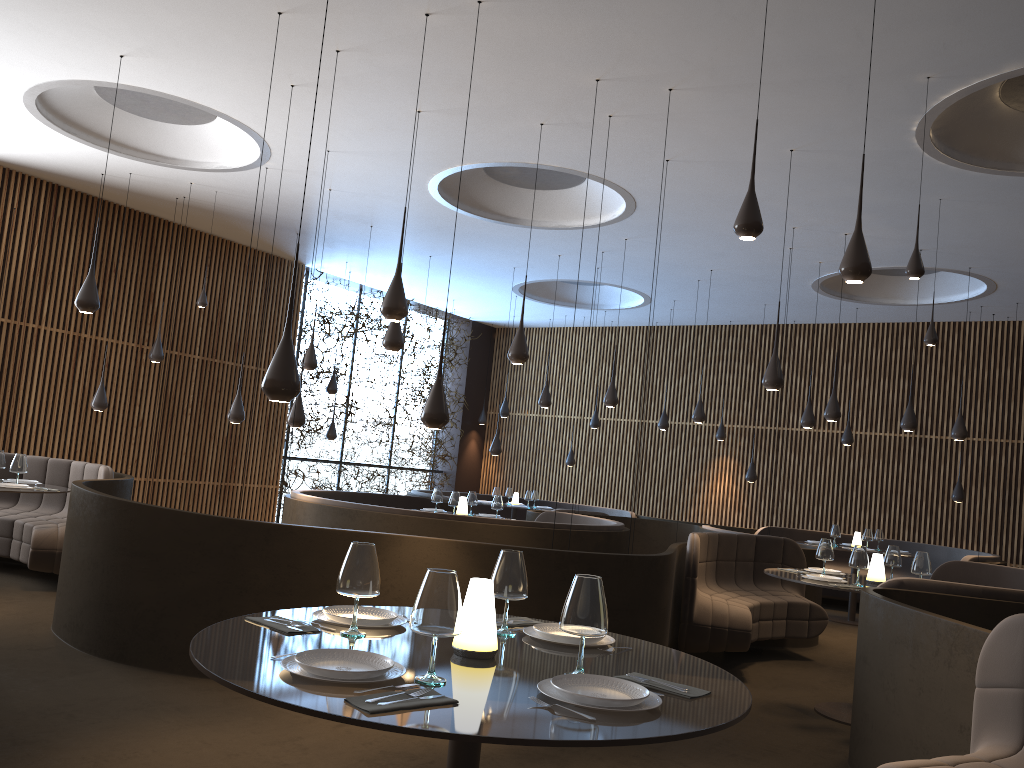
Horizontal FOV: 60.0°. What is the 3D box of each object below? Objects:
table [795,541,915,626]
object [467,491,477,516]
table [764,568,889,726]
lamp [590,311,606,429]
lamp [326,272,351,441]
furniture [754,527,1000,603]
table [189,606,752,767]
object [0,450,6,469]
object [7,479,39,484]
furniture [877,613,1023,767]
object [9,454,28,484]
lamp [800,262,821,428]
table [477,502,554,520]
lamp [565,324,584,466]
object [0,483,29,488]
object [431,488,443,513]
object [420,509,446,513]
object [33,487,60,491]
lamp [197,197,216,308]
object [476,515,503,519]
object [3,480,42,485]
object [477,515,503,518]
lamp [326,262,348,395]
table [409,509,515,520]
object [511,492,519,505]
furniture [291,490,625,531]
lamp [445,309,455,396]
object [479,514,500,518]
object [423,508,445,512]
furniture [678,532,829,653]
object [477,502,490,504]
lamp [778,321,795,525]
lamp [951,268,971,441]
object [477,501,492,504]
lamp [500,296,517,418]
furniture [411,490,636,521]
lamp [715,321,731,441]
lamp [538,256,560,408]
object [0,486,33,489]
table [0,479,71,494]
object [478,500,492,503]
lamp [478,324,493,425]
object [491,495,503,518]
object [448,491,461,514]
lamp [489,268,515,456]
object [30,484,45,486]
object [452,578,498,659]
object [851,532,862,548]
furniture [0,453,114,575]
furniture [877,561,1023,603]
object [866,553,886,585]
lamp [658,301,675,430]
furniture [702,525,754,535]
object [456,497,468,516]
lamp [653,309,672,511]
[{"bbox_3d":[4.788,2.818,12.414,1.671,1.022,1.677,3,-6,25],"label":"table"},{"bbox_3d":[-0.493,1.459,10.818,0.142,0.295,0.142,9,-5,-33],"label":"object"},{"bbox_3d":[2.766,2.056,6.829,1.674,1.022,1.674,8,-6,-20],"label":"table"},{"bbox_3d":[1.653,-0.269,16.663,0.196,2.220,0.196,4,-4,20],"label":"lamp"},{"bbox_3d":[-2.975,-0.496,15.394,0.196,2.955,0.196,7,-4,-19],"label":"lamp"},{"bbox_3d":[5.474,2.804,12.788,1.983,1.045,3.937,8,-6,-23],"label":"furniture"},{"bbox_3d":[-0.169,1.348,2.717,1.671,1.022,1.676,1,-7,44],"label":"table"},{"bbox_3d":[-4.839,0.770,8.327,0.142,0.295,0.142,6,-4,3],"label":"object"},{"bbox_3d":[-4.636,0.927,8.402,0.263,0.029,0.264,6,-6,1],"label":"object"},{"bbox_3d":[0.751,1.177,1.957,4.251,1.119,1.469,11,-7,-41],"label":"furniture"},{"bbox_3d":[-4.421,0.774,7.942,0.142,0.295,0.142,2,-6,38],"label":"object"},{"bbox_3d":[4.002,-0.521,11.754,0.196,2.220,0.196,7,-4,-19],"label":"lamp"},{"bbox_3d":[0.000,2.634,15.440,1.672,1.022,1.675,6,-5,-4],"label":"table"},{"bbox_3d":[1.282,0.139,17.427,0.196,2.955,0.196,4,-4,20],"label":"lamp"},{"bbox_3d":[-4.354,0.887,7.714,0.263,0.029,0.264,5,-6,12],"label":"object"},{"bbox_3d":[-0.896,1.394,10.574,0.142,0.295,0.142,6,-4,2],"label":"object"},{"bbox_3d":[-0.955,1.548,10.792,0.331,0.014,0.332,0,-8,43],"label":"object"},{"bbox_3d":[-4.201,0.945,7.970,0.262,0.017,0.127,3,-6,28],"label":"object"},{"bbox_3d":[-3.873,-1.722,11.333,0.133,1.506,0.133,3,-5,30],"label":"lamp"},{"bbox_3d":[-0.272,1.620,10.810,0.410,0.012,0.205,1,-8,42],"label":"object"},{"bbox_3d":[-4.637,0.936,8.401,0.331,0.014,0.333,3,-6,26],"label":"object"},{"bbox_3d":[-0.275,1.619,10.813,0.332,0.014,0.332,10,-7,-37],"label":"object"},{"bbox_3d":[-2.859,-0.926,14.669,0.196,2.220,0.196,7,-4,-19],"label":"lamp"},{"bbox_3d":[-0.642,2.063,10.370,1.672,1.022,1.676,1,-7,45],"label":"table"},{"bbox_3d":[0.063,2.013,15.486,0.142,0.232,0.145,5,-5,15],"label":"object"},{"bbox_3d":[-0.682,1.989,10.342,3.878,1.116,3.800,5,-6,10],"label":"furniture"},{"bbox_3d":[-1.284,-0.429,18.043,0.196,2.220,0.196,8,-5,-29],"label":"lamp"},{"bbox_3d":[-0.274,1.609,10.814,0.263,0.029,0.264,2,-7,30],"label":"object"},{"bbox_3d":[-0.954,1.539,10.793,0.263,0.029,0.264,6,-6,2],"label":"object"},{"bbox_3d":[2.318,2.032,8.675,0.930,1.058,2.538,2,-7,41],"label":"furniture"},{"bbox_3d":[-0.467,2.033,15.082,0.262,0.017,0.127,6,-6,-3],"label":"object"},{"bbox_3d":[4.735,1.982,15.626,0.196,6.264,0.196,9,-5,-40],"label":"lamp"},{"bbox_3d":[5.764,-0.388,11.292,0.196,2.220,0.196,4,-4,20],"label":"lamp"},{"bbox_3d":[-0.466,2.056,15.384,0.331,0.014,0.333,2,-7,32],"label":"object"},{"bbox_3d":[-0.033,-0.500,16.061,0.196,2.220,0.196,4,-4,20],"label":"lamp"},{"bbox_3d":[0.163,2.539,15.241,3.881,1.045,3.801,5,-6,12],"label":"furniture"},{"bbox_3d":[3.946,-0.066,16.375,0.196,2.220,0.196,4,-4,20],"label":"lamp"},{"bbox_3d":[0.577,-0.761,12.796,0.196,2.220,0.196,7,-4,-19],"label":"lamp"},{"bbox_3d":[-4.355,0.896,7.713,0.332,0.014,0.332,5,-6,6],"label":"object"},{"bbox_3d":[-4.902,1.381,7.862,1.671,1.022,1.677,3,-6,27],"label":"table"},{"bbox_3d":[-0.465,2.046,15.385,0.263,0.029,0.263,8,-6,-19],"label":"object"},{"bbox_3d":[-0.544,-0.212,19.469,0.196,2.220,0.196,8,-5,-29],"label":"lamp"},{"bbox_3d":[-0.173,1.442,10.312,0.142,0.295,0.142,5,-4,6],"label":"object"},{"bbox_3d":[-0.647,1.363,10.006,0.142,0.295,0.142,6,-4,-3],"label":"object"},{"bbox_3d":[-0.111,-0.361,13.833,0.196,2.955,0.196,3,-5,30],"label":"lamp"},{"bbox_3d":[-4.633,0.938,8.400,0.410,0.012,0.205,3,-6,22],"label":"object"},{"bbox_3d":[-0.106,0.726,2.763,0.142,0.232,0.145,5,-5,13],"label":"object"},{"bbox_3d":[4.851,2.196,12.460,0.142,0.232,0.145,3,-5,27],"label":"object"},{"bbox_3d":[-4.734,1.252,8.685,2.529,1.058,0.933,2,-6,31],"label":"furniture"},{"bbox_3d":[4.223,2.117,7.226,1.979,1.045,3.945,2,-6,32],"label":"furniture"},{"bbox_3d":[2.830,1.434,6.875,0.144,0.232,0.142,5,-5,9],"label":"object"},{"bbox_3d":[2.671,-0.322,15.097,0.196,2.220,0.196,4,-4,20],"label":"lamp"},{"bbox_3d":[3.161,2.538,12.080,0.901,1.045,2.535,7,-6,-13],"label":"furniture"},{"bbox_3d":[-0.579,1.441,10.415,0.145,0.232,0.142,10,-6,-39],"label":"object"},{"bbox_3d":[2.547,1.768,15.710,0.196,6.264,0.196,9,-5,-40],"label":"lamp"}]
